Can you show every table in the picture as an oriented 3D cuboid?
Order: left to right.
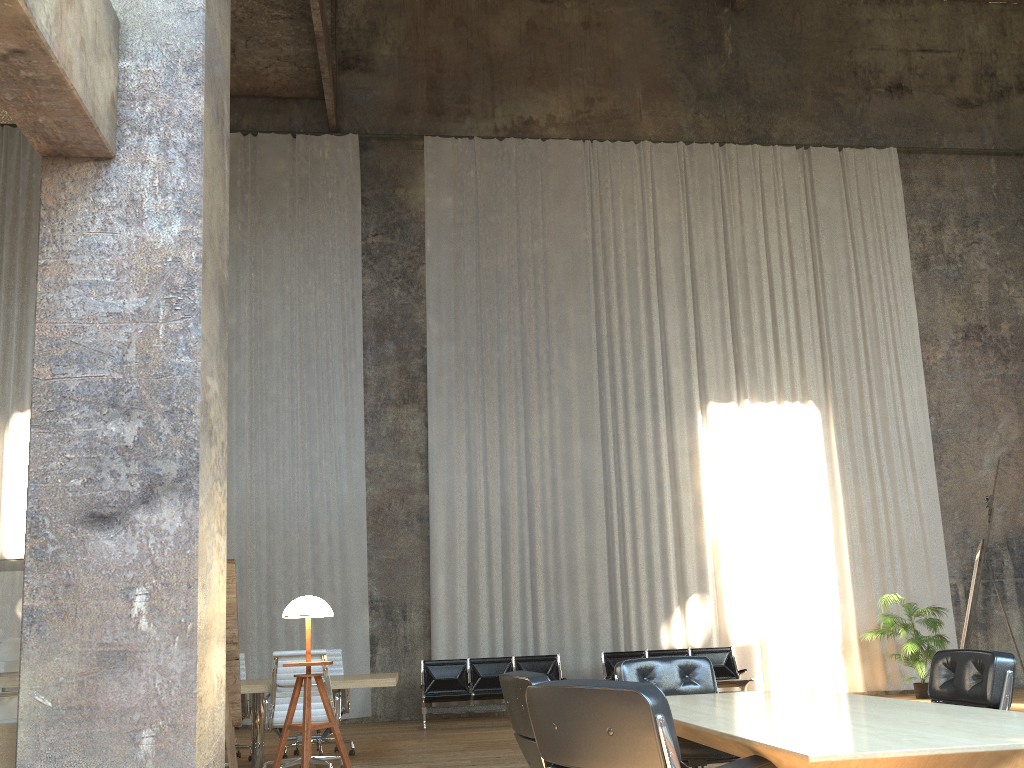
[{"bbox_3d":[-4.855,3.065,7.528,7.696,0.741,1.648,-1,-15,-7],"label":"table"},{"bbox_3d":[1.172,1.621,3.402,1.102,0.682,2.481,-1,-16,-7],"label":"table"}]

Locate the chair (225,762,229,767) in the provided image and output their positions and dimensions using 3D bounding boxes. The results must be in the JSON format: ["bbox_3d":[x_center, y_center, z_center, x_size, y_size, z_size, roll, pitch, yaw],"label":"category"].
[{"bbox_3d":[-2.583,2.705,7.090,0.665,1.001,0.717,-3,-12,1],"label":"chair"}]

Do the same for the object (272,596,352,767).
[{"bbox_3d":[-0.971,1.644,4.153,0.658,1.266,0.584,-1,-11,-7],"label":"object"}]

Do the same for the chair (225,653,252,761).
[{"bbox_3d":[-2.812,3.116,8.455,0.665,1.001,0.717,-2,-12,-4],"label":"chair"}]

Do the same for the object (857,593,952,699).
[{"bbox_3d":[5.599,3.645,12.245,1.129,1.422,1.120,1,-12,-16],"label":"object"}]

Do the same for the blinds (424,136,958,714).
[{"bbox_3d":[2.608,0.339,13.180,7.819,8.448,0.281,-1,-9,-6],"label":"blinds"}]

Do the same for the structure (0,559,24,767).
[{"bbox_3d":[-2.733,1.729,4.642,0.743,1.511,0.608,-1,-10,-7],"label":"structure"}]

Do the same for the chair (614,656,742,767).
[{"bbox_3d":[1.003,1.985,4.942,0.729,0.871,0.843,0,-13,-11],"label":"chair"}]

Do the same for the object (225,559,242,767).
[{"bbox_3d":[-1.861,1.465,4.810,0.701,2.095,0.700,-1,-10,-8],"label":"object"}]

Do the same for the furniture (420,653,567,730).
[{"bbox_3d":[-0.222,3.883,11.144,1.867,0.823,0.727,-1,-12,-7],"label":"furniture"}]

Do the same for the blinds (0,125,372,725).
[{"bbox_3d":[-5.977,0.413,12.152,7.819,8.448,0.281,-1,-9,-6],"label":"blinds"}]

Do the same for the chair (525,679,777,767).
[{"bbox_3d":[0.540,1.387,2.835,0.825,0.871,0.745,6,-15,-32],"label":"chair"}]

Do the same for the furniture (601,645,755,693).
[{"bbox_3d":[2.150,3.863,11.428,1.867,0.823,0.727,-1,-12,-7],"label":"furniture"}]

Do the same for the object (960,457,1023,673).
[{"bbox_3d":[3.129,1.557,5.868,0.689,2.095,0.713,-7,-11,25],"label":"object"}]

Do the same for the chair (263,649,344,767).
[{"bbox_3d":[-1.729,2.708,7.228,0.665,1.001,0.717,-2,-12,-2],"label":"chair"}]

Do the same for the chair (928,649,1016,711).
[{"bbox_3d":[1.856,1.700,4.099,0.821,0.871,0.749,-2,-12,0],"label":"chair"}]

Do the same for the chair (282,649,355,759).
[{"bbox_3d":[-1.608,2.283,5.774,31.429,1.007,13.332,0,-16,-7],"label":"chair"}]

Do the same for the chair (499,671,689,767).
[{"bbox_3d":[0.396,1.683,3.823,0.821,0.871,0.749,0,-13,-13],"label":"chair"}]
